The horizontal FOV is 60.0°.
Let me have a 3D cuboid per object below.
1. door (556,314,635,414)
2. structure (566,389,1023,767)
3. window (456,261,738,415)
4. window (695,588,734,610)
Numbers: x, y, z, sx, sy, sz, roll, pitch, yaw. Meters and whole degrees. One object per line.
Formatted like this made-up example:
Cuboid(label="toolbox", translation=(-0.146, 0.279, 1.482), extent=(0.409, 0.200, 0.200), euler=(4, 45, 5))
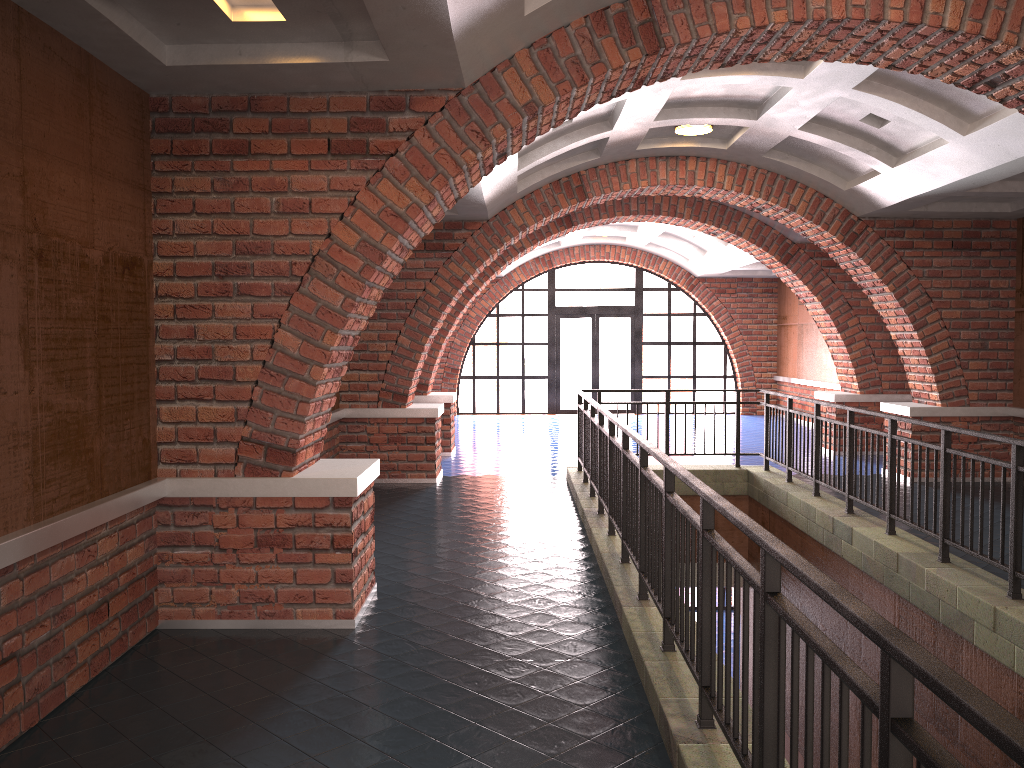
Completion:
Cuboid(label="door", translation=(1.856, -0.447, 19.750), extent=(1.754, 2.236, 0.040), euler=(0, 3, 0))
Cuboid(label="structure", translation=(1.859, 3.148, 5.361), extent=(2.464, 5.665, 11.177), euler=(0, 3, 0))
Cuboid(label="window", translation=(1.907, -1.014, 19.717), extent=(6.353, 3.471, 0.100), euler=(0, 3, 0))
Cuboid(label="window", translation=(1.920, 3.379, 19.923), extent=(6.353, 3.471, 0.100), euler=(0, 3, 0))
